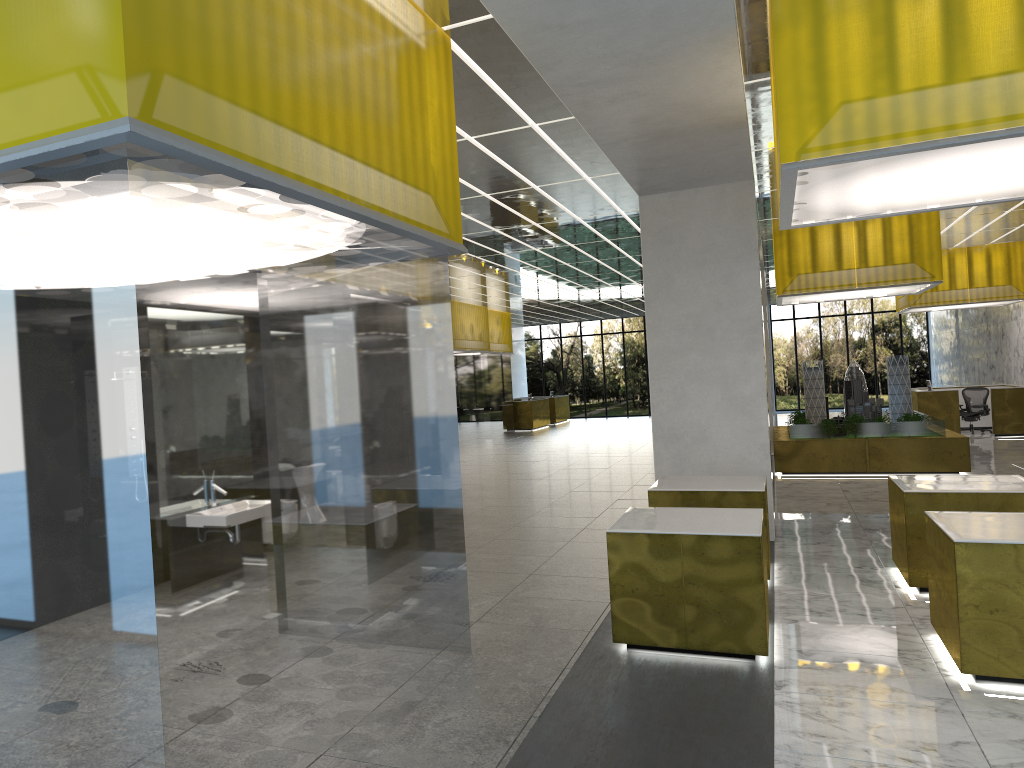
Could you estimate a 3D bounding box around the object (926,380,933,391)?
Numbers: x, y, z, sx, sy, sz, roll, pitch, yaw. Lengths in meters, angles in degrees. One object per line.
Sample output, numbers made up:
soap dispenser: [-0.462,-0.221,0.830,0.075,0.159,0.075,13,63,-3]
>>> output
object: [13.945,0.196,28.235,0.570,0.667,0.726,-3,0,21]

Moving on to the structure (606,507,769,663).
structure: [1.756,1.905,8.343,1.415,1.173,1.396,-3,0,22]

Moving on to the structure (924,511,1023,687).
structure: [4.351,1.762,7.071,1.415,1.173,1.396,-3,0,22]

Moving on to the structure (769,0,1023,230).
structure: [4.018,-2.922,7.429,3.374,2.269,3.137,-3,0,22]

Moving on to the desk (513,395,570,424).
desk: [1.383,1.525,49.348,3.335,1.508,3.369,-3,0,22]

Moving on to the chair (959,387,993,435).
chair: [14.897,0.860,27.619,0.967,1.493,1.195,-4,0,-44]

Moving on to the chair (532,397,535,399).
chair: [1.556,1.510,49.204,1.230,1.493,0.939,-3,0,38]

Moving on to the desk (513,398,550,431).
desk: [0.021,1.627,44.924,3.335,1.508,3.369,-3,0,22]

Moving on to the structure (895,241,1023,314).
structure: [14.514,-3.635,27.816,3.375,2.269,3.015,-3,0,22]

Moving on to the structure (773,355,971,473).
structure: [8.579,0.632,21.337,4.009,2.571,4.984,-3,0,21]

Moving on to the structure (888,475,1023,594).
structure: [5.158,1.702,9.689,1.415,1.173,1.396,-3,0,22]

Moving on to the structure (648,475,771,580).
structure: [2.560,1.844,10.956,1.415,1.173,1.396,-3,0,22]

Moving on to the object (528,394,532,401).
object: [0.809,0.863,44.492,0.570,0.667,0.726,-3,0,21]

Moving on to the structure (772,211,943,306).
structure: [7.937,-3.216,20.156,3.375,2.269,3.137,-3,0,22]

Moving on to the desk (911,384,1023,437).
desk: [14.818,0.869,27.812,3.335,1.508,3.369,-3,0,22]

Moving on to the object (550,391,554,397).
object: [2.183,0.760,48.955,0.570,0.667,0.726,-3,0,20]
